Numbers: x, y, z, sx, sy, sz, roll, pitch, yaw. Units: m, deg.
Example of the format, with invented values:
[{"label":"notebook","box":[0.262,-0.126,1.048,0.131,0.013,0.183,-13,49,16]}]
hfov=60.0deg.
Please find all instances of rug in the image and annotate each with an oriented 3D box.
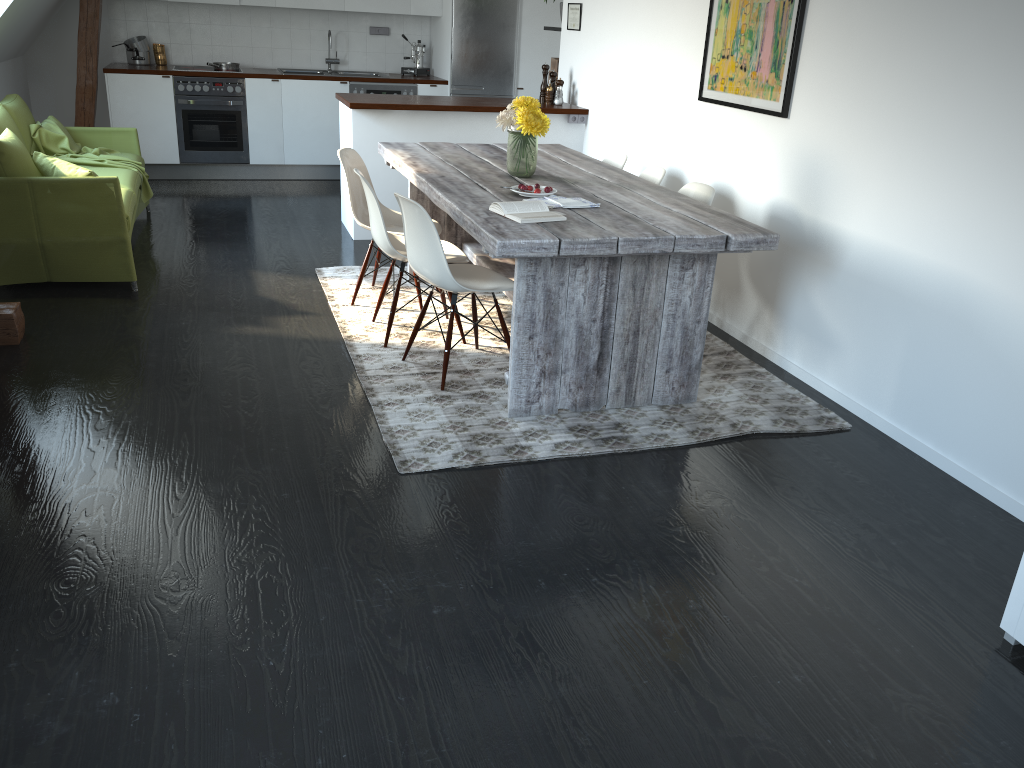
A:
[{"label":"rug","box":[0.100,-0.265,4.527,1.898,0.022,2.677,-4,24,-18]}]

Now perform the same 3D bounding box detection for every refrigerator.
[{"label":"refrigerator","box":[-0.263,-2.963,8.188,0.609,1.868,0.031,-4,24,-18]}]

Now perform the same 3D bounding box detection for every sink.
[{"label":"sink","box":[-1.648,-2.976,8.165,0.963,0.519,0.671,-4,24,-18]}]

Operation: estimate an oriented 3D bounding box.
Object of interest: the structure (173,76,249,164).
[{"label":"structure","box":[-2.700,-2.400,7.982,0.583,0.725,0.749,-4,24,-18]}]

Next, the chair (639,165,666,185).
[{"label":"chair","box":[0.504,-0.765,4.766,0.542,0.801,0.465,-2,23,-12]}]

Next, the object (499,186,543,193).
[{"label":"object","box":[0.043,-0.832,3.800,0.194,0.022,0.019,2,22,-3]}]

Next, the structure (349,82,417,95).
[{"label":"structure","box":[-1.251,-2.474,8.355,0.612,0.725,0.582,-4,24,-18]}]

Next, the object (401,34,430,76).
[{"label":"object","box":[-0.947,-3.151,8.494,0.206,0.370,0.353,15,25,25]}]

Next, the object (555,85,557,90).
[{"label":"object","box":[0.483,-2.333,7.088,0.329,0.101,0.287,0,23,-8]}]

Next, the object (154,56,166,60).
[{"label":"object","box":[-3.154,-2.922,7.954,0.099,0.051,0.099,-11,26,-30]}]

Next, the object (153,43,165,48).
[{"label":"object","box":[-3.151,-3.011,7.912,0.100,0.047,0.099,-6,24,-22]}]

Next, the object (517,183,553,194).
[{"label":"object","box":[0.103,-0.845,3.834,0.144,0.034,0.132,23,29,39]}]

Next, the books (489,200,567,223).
[{"label":"books","box":[0.059,-0.671,3.419,0.202,0.042,0.251,-9,26,-28]}]

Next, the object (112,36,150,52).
[{"label":"object","box":[-3.363,-2.968,7.778,0.203,0.169,0.371,23,30,39]}]

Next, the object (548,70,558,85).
[{"label":"object","box":[0.489,-2.424,7.050,0.287,0.101,0.329,-6,24,-22]}]

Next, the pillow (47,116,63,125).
[{"label":"pillow","box":[-3.090,-1.657,6.027,0.210,0.275,0.462,-5,24,-19]}]

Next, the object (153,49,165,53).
[{"label":"object","box":[-3.155,-2.977,7.927,0.100,0.036,0.100,20,27,34]}]

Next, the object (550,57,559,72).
[{"label":"object","box":[0.494,-2.522,7.021,0.329,0.101,0.287,0,23,-8]}]

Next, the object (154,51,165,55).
[{"label":"object","box":[-3.156,-2.961,7.938,0.099,0.057,0.101,1,23,-7]}]

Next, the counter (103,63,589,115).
[{"label":"counter","box":[-1.525,-2.392,7.111,3.365,0.038,3.085,-4,24,-18]}]

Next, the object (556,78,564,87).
[{"label":"object","box":[0.346,-2.138,6.473,0.058,0.184,0.058,-6,24,-21]}]

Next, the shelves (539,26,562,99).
[{"label":"shelves","box":[0.611,-2.511,7.018,0.660,0.553,0.408,-4,24,-18]}]

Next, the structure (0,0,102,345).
[{"label":"structure","box":[-1.960,-0.388,2.019,1.023,1.963,12.350,-4,24,-18]}]

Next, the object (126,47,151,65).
[{"label":"object","box":[-3.267,-2.890,7.811,0.200,0.154,0.348,-14,28,-36]}]

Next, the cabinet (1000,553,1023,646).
[{"label":"cabinet","box":[1.769,0.639,1.937,0.623,0.507,1.069,-4,24,-18]}]

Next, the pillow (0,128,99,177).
[{"label":"pillow","box":[-2.437,-1.147,4.729,0.600,0.387,0.475,-5,24,-20]}]

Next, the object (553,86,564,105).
[{"label":"object","box":[0.339,-2.087,6.413,0.069,0.135,0.069,-17,30,-40]}]

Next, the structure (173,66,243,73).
[{"label":"structure","box":[-2.678,-2.756,7.818,0.574,0.041,0.504,-4,24,-18]}]

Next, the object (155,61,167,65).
[{"label":"object","box":[-3.153,-2.886,7.970,0.100,0.036,0.100,-6,24,-21]}]

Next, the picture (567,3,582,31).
[{"label":"picture","box":[0.450,-2.642,6.382,0.023,0.182,0.250,-4,24,-18]}]

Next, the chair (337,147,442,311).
[{"label":"chair","box":[-0.655,-0.841,4.783,0.542,0.801,0.465,6,23,6]}]

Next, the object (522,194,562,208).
[{"label":"object","box":[0.166,-0.758,3.676,0.182,0.014,0.185,-17,30,-41]}]

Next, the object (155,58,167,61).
[{"label":"object","box":[-3.153,-2.906,7.960,0.100,0.048,0.099,3,22,-1]}]

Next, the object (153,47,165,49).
[{"label":"object","box":[-3.154,-2.992,7.920,0.100,0.036,0.100,7,23,9]}]

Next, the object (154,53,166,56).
[{"label":"object","box":[-3.156,-2.942,7.947,0.099,0.043,0.100,-10,26,-29]}]

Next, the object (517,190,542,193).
[{"label":"object","box":[0.077,-0.831,3.818,0.110,0.011,0.058,-3,23,-14]}]

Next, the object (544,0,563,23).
[{"label":"object","box":[0.488,-3.016,6.861,0.493,0.486,0.506,4,22,1]}]

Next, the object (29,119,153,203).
[{"label":"object","box":[-2.854,-1.520,6.027,0.722,0.493,0.711,-6,24,-22]}]

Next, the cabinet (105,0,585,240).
[{"label":"cabinet","box":[-1.108,-2.690,7.156,4.208,2.369,3.033,-4,24,-17]}]

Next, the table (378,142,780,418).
[{"label":"table","box":[0.103,-0.627,4.393,1.141,0.788,2.421,-4,24,-18]}]

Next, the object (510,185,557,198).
[{"label":"object","box":[0.092,-0.829,3.826,0.205,0.024,0.205,-8,25,-25]}]

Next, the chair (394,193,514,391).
[{"label":"chair","box":[-0.239,-0.430,3.850,0.542,0.801,0.465,-11,26,-30]}]

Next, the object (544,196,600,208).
[{"label":"object","box":[0.250,-0.758,3.687,0.182,0.016,0.179,-6,24,-22]}]

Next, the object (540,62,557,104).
[{"label":"object","box":[0.268,-2.200,6.483,0.123,0.283,0.061,-4,24,-18]}]

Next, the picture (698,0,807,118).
[{"label":"picture","box":[1.170,-1.929,4.229,0.036,1.181,0.808,-4,24,-18]}]

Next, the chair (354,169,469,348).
[{"label":"chair","box":[-0.483,-0.621,4.277,0.542,0.801,0.465,-4,23,-17]}]

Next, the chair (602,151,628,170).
[{"label":"chair","box":[0.362,-0.945,5.180,0.542,0.801,0.465,-4,23,-17]}]

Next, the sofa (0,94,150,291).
[{"label":"sofa","box":[-2.777,-1.252,5.445,0.898,0.825,2.093,-5,24,-18]}]

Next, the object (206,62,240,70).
[{"label":"object","box":[-2.601,-2.841,7.903,0.351,0.061,0.232,-18,30,-41]}]

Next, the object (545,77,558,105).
[{"label":"object","box":[0.280,-2.126,6.424,0.080,0.192,0.058,-12,27,-32]}]

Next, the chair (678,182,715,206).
[{"label":"chair","box":[0.656,-0.561,4.294,0.542,0.801,0.465,-6,24,-21]}]

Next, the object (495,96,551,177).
[{"label":"object","box":[0.056,-1.171,4.197,0.293,0.365,0.233,22,29,38]}]
